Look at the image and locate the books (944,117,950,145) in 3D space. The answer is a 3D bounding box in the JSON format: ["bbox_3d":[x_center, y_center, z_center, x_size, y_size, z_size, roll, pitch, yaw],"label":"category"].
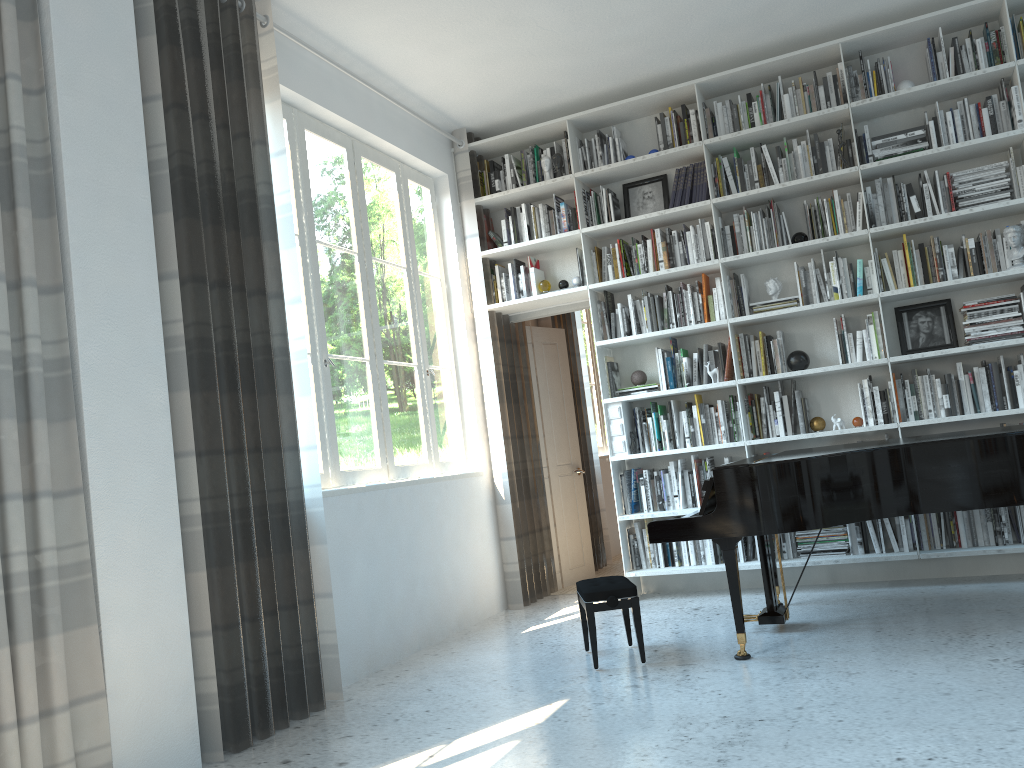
[{"bbox_3d":[2.473,-1.399,5.043,0.011,0.204,0.133,-9,-5,23],"label":"books"}]

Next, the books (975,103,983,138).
[{"bbox_3d":[2.617,-1.437,4.971,0.010,0.230,0.152,-9,-5,23],"label":"books"}]

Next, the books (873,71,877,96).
[{"bbox_3d":[2.130,-1.711,5.193,0.023,0.195,0.172,-9,-5,23],"label":"books"}]

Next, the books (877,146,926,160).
[{"bbox_3d":[2.251,-1.317,5.132,0.254,0.012,0.161,-9,-6,20],"label":"books"}]

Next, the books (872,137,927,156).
[{"bbox_3d":[2.245,-1.358,5.130,0.285,0.024,0.159,-10,-6,28],"label":"books"}]

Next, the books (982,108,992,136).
[{"bbox_3d":[2.644,-1.421,4.948,0.029,0.188,0.176,-9,-5,23],"label":"books"}]

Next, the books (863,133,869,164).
[{"bbox_3d":[2.083,-1.345,5.205,0.013,0.218,0.141,-9,-5,23],"label":"books"}]

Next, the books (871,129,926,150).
[{"bbox_3d":[2.242,-1.407,5.140,0.285,0.024,0.159,-9,-6,25],"label":"books"}]

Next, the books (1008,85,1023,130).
[{"bbox_3d":[2.751,-1.468,4.843,0.037,0.237,0.272,-9,-5,23],"label":"books"}]

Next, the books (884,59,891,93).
[{"bbox_3d":[2.197,-1.748,5.180,0.013,0.249,0.148,-9,-5,23],"label":"books"}]

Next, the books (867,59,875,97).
[{"bbox_3d":[2.106,-1.743,5.191,0.011,0.264,0.163,-9,-5,23],"label":"books"}]

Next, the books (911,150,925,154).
[{"bbox_3d":[2.254,-1.293,5.130,0.285,0.012,0.159,-9,-6,26],"label":"books"}]

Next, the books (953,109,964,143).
[{"bbox_3d":[2.521,-1.416,5.010,0.028,0.219,0.183,-9,-5,23],"label":"books"}]

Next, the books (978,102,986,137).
[{"bbox_3d":[2.625,-1.439,4.961,0.012,0.230,0.158,-9,-5,23],"label":"books"}]

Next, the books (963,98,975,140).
[{"bbox_3d":[2.567,-1.449,4.989,0.023,0.269,0.185,-9,-5,23],"label":"books"}]

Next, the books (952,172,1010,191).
[{"bbox_3d":[2.620,-1.128,4.970,0.285,0.012,0.159,-9,-6,22],"label":"books"}]

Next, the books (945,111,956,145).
[{"bbox_3d":[2.484,-1.409,5.023,0.027,0.216,0.190,-9,-5,23],"label":"books"}]

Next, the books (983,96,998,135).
[{"bbox_3d":[2.668,-1.455,4.937,0.032,0.248,0.173,-9,-5,23],"label":"books"}]

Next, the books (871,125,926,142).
[{"bbox_3d":[2.241,-1.431,5.147,0.285,0.024,0.159,-9,-6,23],"label":"books"}]

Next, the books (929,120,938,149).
[{"bbox_3d":[2.401,-1.381,5.056,0.025,0.187,0.193,-9,-5,23],"label":"books"}]

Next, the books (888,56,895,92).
[{"bbox_3d":[2.209,-1.755,5.156,0.011,0.256,0.143,-9,-5,23],"label":"books"}]

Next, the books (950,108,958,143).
[{"bbox_3d":[2.505,-1.425,5.027,0.012,0.244,0.131,-9,-5,23],"label":"books"}]

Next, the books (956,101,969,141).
[{"bbox_3d":[2.551,-1.446,5.019,0.029,0.273,0.140,-9,-5,23],"label":"books"}]

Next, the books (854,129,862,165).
[{"bbox_3d":[2.048,-1.356,5.229,0.012,0.254,0.161,-9,-5,23],"label":"books"}]

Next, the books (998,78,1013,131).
[{"bbox_3d":[2.739,-1.509,4.919,0.012,0.334,0.155,-9,-5,23],"label":"books"}]

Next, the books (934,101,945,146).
[{"bbox_3d":[2.428,-1.435,5.033,0.011,0.284,0.190,-9,-5,23],"label":"books"}]

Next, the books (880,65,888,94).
[{"bbox_3d":[2.174,-1.730,5.170,0.016,0.219,0.144,-9,-5,23],"label":"books"}]

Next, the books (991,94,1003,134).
[{"bbox_3d":[2.701,-1.465,4.941,0.029,0.261,0.133,-9,-5,23],"label":"books"}]

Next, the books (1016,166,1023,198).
[{"bbox_3d":[2.801,-1.080,4.886,0.030,0.198,0.172,-9,-5,23],"label":"books"}]

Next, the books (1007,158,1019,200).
[{"bbox_3d":[2.762,-1.103,4.890,0.012,0.254,0.161,-9,-5,23],"label":"books"}]

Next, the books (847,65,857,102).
[{"bbox_3d":[2.013,-1.723,5.232,0.026,0.253,0.185,-9,-5,23],"label":"books"}]

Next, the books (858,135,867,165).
[{"bbox_3d":[2.061,-1.334,5.200,0.027,0.201,0.167,-9,-5,23],"label":"books"}]

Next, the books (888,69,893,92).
[{"bbox_3d":[2.207,-1.719,5.164,0.010,0.186,0.152,-9,-5,23],"label":"books"}]

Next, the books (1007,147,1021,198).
[{"bbox_3d":[2.776,-1.136,4.902,0.012,0.318,0.140,-9,-5,23],"label":"books"}]

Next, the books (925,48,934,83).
[{"bbox_3d":[2.398,-1.778,5.086,0.012,0.245,0.151,-9,-5,23],"label":"books"}]

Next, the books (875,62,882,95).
[{"bbox_3d":[2.152,-1.740,5.192,0.014,0.248,0.139,-9,-5,23],"label":"books"}]

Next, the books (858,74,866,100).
[{"bbox_3d":[2.064,-1.700,5.216,0.026,0.194,0.166,-9,-5,23],"label":"books"}]

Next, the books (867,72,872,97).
[{"bbox_3d":[2.110,-1.711,5.218,0.011,0.205,0.145,-9,-5,23],"label":"books"}]

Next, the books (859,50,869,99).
[{"bbox_3d":[2.078,-1.775,5.226,0.014,0.340,0.145,-9,-5,23],"label":"books"}]

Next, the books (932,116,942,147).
[{"bbox_3d":[2.432,-1.401,5.075,0.024,0.223,0.128,-9,-5,23],"label":"books"}]

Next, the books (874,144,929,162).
[{"bbox_3d":[2.249,-1.329,5.132,0.285,0.012,0.159,-9,-6,20],"label":"books"}]

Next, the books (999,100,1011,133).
[{"bbox_3d":[2.725,-1.441,4.914,0.029,0.202,0.191,-9,-5,23],"label":"books"}]

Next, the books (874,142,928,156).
[{"bbox_3d":[2.249,-1.340,5.136,0.285,0.012,0.159,-9,-6,21],"label":"books"}]

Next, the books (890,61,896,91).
[{"bbox_3d":[2.225,-1.745,5.170,0.004,0.235,0.137,-9,-5,23],"label":"books"}]

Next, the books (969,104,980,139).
[{"bbox_3d":[2.587,-1.429,4.971,0.023,0.222,0.190,-9,-5,23],"label":"books"}]

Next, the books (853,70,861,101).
[{"bbox_3d":[2.045,-1.713,5.238,0.023,0.227,0.157,-9,-5,23],"label":"books"}]

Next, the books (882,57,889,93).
[{"bbox_3d":[2.181,-1.750,5.166,0.005,0.255,0.168,-9,-5,23],"label":"books"}]

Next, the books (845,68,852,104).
[{"bbox_3d":[2.004,-1.720,5.257,0.012,0.254,0.161,-9,-5,23],"label":"books"}]

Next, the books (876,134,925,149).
[{"bbox_3d":[2.243,-1.383,5.134,0.254,0.025,0.161,-9,-5,19],"label":"books"}]

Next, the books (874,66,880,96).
[{"bbox_3d":[2.149,-1.731,5.207,0.006,0.232,0.136,-9,-5,23],"label":"books"}]

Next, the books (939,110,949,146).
[{"bbox_3d":[2.452,-1.414,5.039,0.021,0.237,0.171,-9,-5,23],"label":"books"}]

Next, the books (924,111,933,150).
[{"bbox_3d":[2.382,-1.411,5.070,0.012,0.254,0.161,-9,-5,23],"label":"books"}]

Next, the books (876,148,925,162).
[{"bbox_3d":[2.251,-1.305,5.127,0.254,0.012,0.161,-10,-6,28],"label":"books"}]

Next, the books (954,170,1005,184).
[{"bbox_3d":[2.615,-1.141,4.963,0.254,0.012,0.161,-10,-6,28],"label":"books"}]

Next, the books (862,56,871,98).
[{"bbox_3d":[2.090,-1.755,5.214,0.010,0.296,0.153,-9,-5,23],"label":"books"}]

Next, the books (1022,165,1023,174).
[{"bbox_3d":[2.829,-1.087,4.880,0.030,0.205,0.158,-9,-5,23],"label":"books"}]

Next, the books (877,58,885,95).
[{"bbox_3d":[2.161,-1.751,5.182,0.013,0.264,0.147,-9,-5,23],"label":"books"}]
